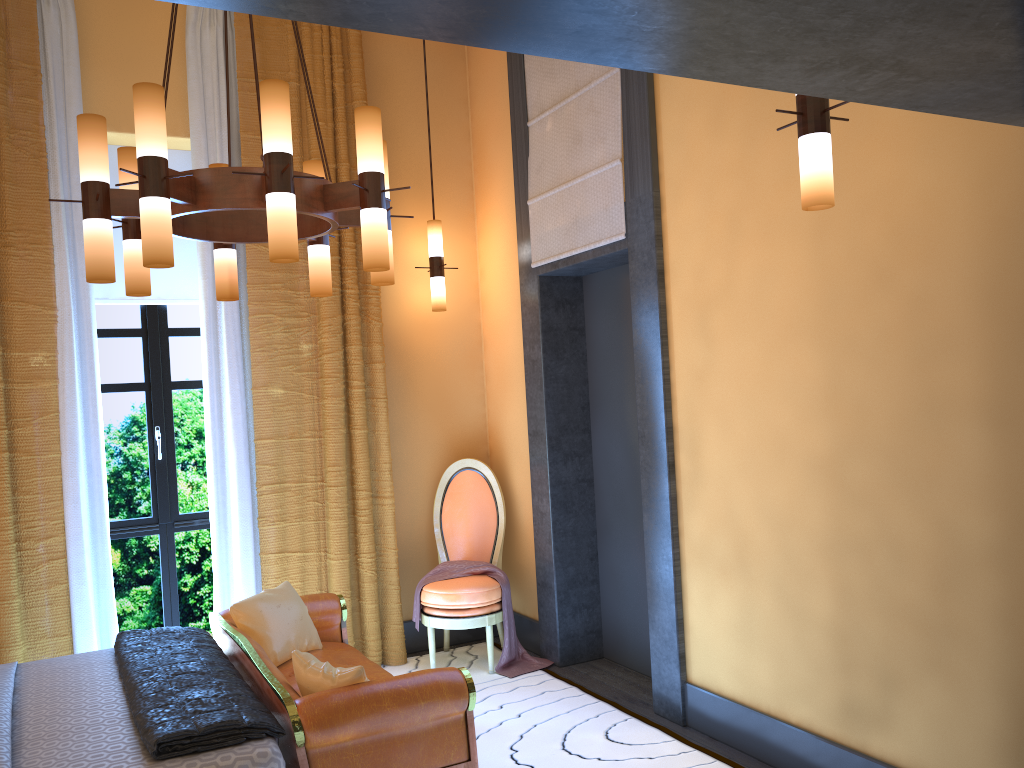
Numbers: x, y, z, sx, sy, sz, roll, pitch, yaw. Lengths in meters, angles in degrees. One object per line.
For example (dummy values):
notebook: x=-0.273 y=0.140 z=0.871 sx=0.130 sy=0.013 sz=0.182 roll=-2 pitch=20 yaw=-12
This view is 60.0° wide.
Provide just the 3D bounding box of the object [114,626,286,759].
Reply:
object: x=-1.187 y=1.054 z=3.201 sx=0.405 sy=0.104 sz=1.461 roll=-3 pitch=-1 yaw=-28

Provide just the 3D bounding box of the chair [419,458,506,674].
chair: x=-0.274 y=1.018 z=5.055 sx=0.500 sy=1.147 sz=0.632 roll=-3 pitch=0 yaw=6

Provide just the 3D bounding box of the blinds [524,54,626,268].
blinds: x=0.282 y=-1.443 z=4.491 sx=0.042 sy=1.577 sz=0.895 roll=-3 pitch=0 yaw=-28

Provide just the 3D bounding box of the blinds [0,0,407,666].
blinds: x=-1.815 y=-0.394 z=4.562 sx=2.449 sy=4.147 sz=0.134 roll=-3 pitch=0 yaw=-28

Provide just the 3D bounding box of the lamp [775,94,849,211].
lamp: x=0.839 y=-0.757 z=2.470 sx=0.199 sy=0.532 sz=0.199 roll=-3 pitch=0 yaw=17

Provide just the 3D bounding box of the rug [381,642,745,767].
rug: x=-0.975 y=1.603 z=3.110 sx=3.700 sy=0.016 sz=3.389 roll=-3 pitch=-1 yaw=-28

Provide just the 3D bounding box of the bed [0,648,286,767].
bed: x=-1.900 y=1.194 z=2.834 sx=2.105 sy=0.824 sz=1.889 roll=-3 pitch=-1 yaw=-28

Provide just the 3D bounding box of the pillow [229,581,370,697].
pillow: x=-1.586 y=1.070 z=3.686 sx=2.628 sy=0.407 sz=1.146 roll=-3 pitch=-1 yaw=14

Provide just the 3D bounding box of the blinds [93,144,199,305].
blinds: x=-2.009 y=-0.876 z=4.914 sx=1.199 sy=0.873 sz=0.013 roll=-3 pitch=0 yaw=-28

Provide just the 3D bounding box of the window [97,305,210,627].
window: x=-1.955 y=0.187 z=4.931 sx=1.199 sy=3.000 sz=0.130 roll=-3 pitch=0 yaw=-28

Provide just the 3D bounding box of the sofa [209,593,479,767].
sofa: x=-0.733 y=1.276 z=3.524 sx=0.650 sy=0.640 sz=1.616 roll=-3 pitch=-1 yaw=-28

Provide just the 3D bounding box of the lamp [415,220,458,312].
lamp: x=-0.445 y=-0.697 z=5.246 sx=0.199 sy=0.532 sz=0.199 roll=-3 pitch=0 yaw=17

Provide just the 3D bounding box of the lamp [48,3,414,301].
lamp: x=-0.967 y=-1.433 z=3.082 sx=1.141 sy=2.169 sz=1.141 roll=-3 pitch=0 yaw=-5

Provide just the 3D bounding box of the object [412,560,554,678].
object: x=-0.171 y=1.289 z=4.986 sx=0.803 sy=0.572 sz=0.428 roll=-3 pitch=0 yaw=20

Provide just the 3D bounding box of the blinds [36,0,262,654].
blinds: x=-1.886 y=-0.366 z=4.618 sx=2.049 sy=4.076 sz=0.237 roll=-3 pitch=0 yaw=-30
